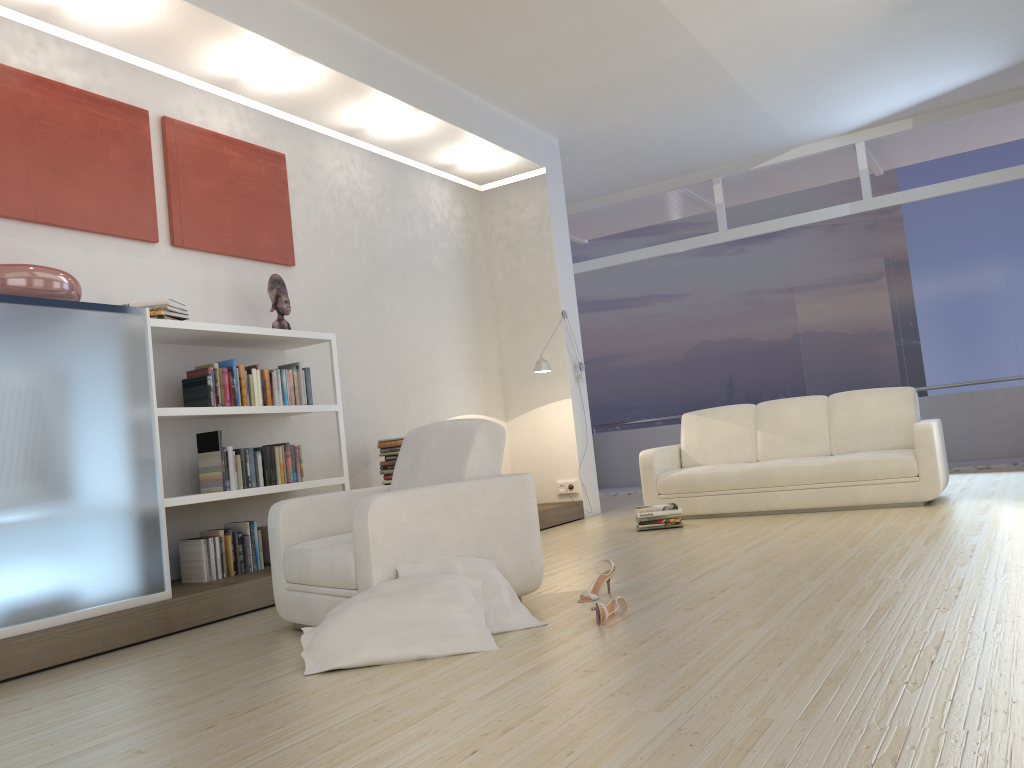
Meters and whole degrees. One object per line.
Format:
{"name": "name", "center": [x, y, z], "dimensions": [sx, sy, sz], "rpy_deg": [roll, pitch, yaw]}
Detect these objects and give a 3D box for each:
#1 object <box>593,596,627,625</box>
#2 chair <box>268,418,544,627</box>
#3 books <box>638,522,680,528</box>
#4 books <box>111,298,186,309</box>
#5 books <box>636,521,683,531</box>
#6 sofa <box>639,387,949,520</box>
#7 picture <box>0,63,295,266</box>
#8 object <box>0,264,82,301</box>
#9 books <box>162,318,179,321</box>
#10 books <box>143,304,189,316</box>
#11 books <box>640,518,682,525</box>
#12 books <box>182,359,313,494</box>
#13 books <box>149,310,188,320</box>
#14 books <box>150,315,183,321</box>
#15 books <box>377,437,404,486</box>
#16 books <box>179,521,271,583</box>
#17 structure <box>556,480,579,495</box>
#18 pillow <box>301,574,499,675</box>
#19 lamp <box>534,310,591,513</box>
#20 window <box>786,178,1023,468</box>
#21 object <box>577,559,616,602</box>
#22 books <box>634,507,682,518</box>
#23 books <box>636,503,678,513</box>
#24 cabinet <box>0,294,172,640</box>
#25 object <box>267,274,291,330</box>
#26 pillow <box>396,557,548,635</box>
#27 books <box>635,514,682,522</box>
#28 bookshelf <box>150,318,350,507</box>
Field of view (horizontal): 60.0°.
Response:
{"name": "object", "center": [0.349, 0.875, 3.438], "dimensions": [0.121, 0.091, 0.287], "rpy_deg": [-8, -5, 29]}
{"name": "chair", "center": [-0.485, 0.593, 4.002], "dimensions": [0.941, 0.828, 0.919], "rpy_deg": [-3, -5, -40]}
{"name": "books", "center": [1.073, 1.023, 6.507], "dimensions": [0.287, 0.018, 0.247], "rpy_deg": [-6, -4, 4]}
{"name": "books", "center": [-1.980, -0.416, 4.834], "dimensions": [0.319, 0.038, 0.247], "rpy_deg": [-6, -4, 1]}
{"name": "books", "center": [1.081, 1.040, 6.505], "dimensions": [0.328, 0.018, 0.247], "rpy_deg": [-7, -4, 5]}
{"name": "sofa", "center": [2.172, 0.538, 6.940], "dimensions": [2.166, 0.862, 0.941], "rpy_deg": [-9, -5, 30]}
{"name": "picture", "center": [-2.368, -1.223, 4.780], "dimensions": [0.030, 0.794, 3.227], "rpy_deg": [-9, -5, 30]}
{"name": "object", "center": [-2.283, -0.430, 4.094], "dimensions": [0.534, 0.206, 0.546], "rpy_deg": [-4, -4, -23]}
{"name": "books", "center": [-1.969, -0.317, 4.827], "dimensions": [0.328, 0.018, 0.247], "rpy_deg": [-7, -4, 5]}
{"name": "books", "center": [-1.976, -0.384, 4.832], "dimensions": [0.328, 0.027, 0.247], "rpy_deg": [-7, -4, 5]}
{"name": "books", "center": [1.095, 0.999, 6.503], "dimensions": [0.287, 0.025, 0.247], "rpy_deg": [-7, -4, 15]}
{"name": "books", "center": [-1.524, 0.238, 5.268], "dimensions": [0.215, 0.743, 0.831], "rpy_deg": [-9, -5, 30]}
{"name": "books", "center": [-1.955, -0.359, 4.825], "dimensions": [0.287, 0.025, 0.247], "rpy_deg": [-7, -4, 15]}
{"name": "books", "center": [-1.977, -0.335, 4.828], "dimensions": [0.287, 0.018, 0.247], "rpy_deg": [-6, -4, 4]}
{"name": "books", "center": [-0.766, 0.733, 6.392], "dimensions": [0.329, 0.694, 0.270], "rpy_deg": [-9, -5, 30]}
{"name": "books", "center": [-1.419, 0.930, 5.233], "dimensions": [0.274, 0.281, 1.125], "rpy_deg": [-9, -5, 37]}
{"name": "structure", "center": [0.499, 0.938, 8.030], "dimensions": [0.206, 0.114, 0.028], "rpy_deg": [-9, -5, 30]}
{"name": "pillow", "center": [-0.421, 0.866, 3.220], "dimensions": [0.712, 0.287, 0.299], "rpy_deg": [-6, -4, -7]}
{"name": "lamp", "center": [0.437, 0.250, 7.816], "dimensions": [0.204, 1.841, 0.891], "rpy_deg": [-8, -5, 26]}
{"name": "window", "center": [4.400, -0.538, 8.800], "dimensions": [2.988, 2.706, 0.012], "rpy_deg": [-9, -5, 30]}
{"name": "object", "center": [0.374, 0.872, 3.948], "dimensions": [0.089, 0.149, 0.265], "rpy_deg": [-10, -6, 43]}
{"name": "books", "center": [1.070, 0.941, 6.512], "dimensions": [0.319, 0.038, 0.247], "rpy_deg": [-6, -4, 1]}
{"name": "books", "center": [1.061, 0.911, 6.515], "dimensions": [0.287, 0.025, 0.247], "rpy_deg": [-6, -4, 4]}
{"name": "cabinet", "center": [-2.398, 0.360, 3.694], "dimensions": [0.689, 1.396, 1.670], "rpy_deg": [-9, -5, 30]}
{"name": "object", "center": [-1.485, -0.506, 5.671], "dimensions": [0.133, 0.409, 0.138], "rpy_deg": [-5, -4, -13]}
{"name": "pillow", "center": [-0.216, 0.825, 3.425], "dimensions": [0.615, 0.315, 0.312], "rpy_deg": [-4, -5, -33]}
{"name": "books", "center": [1.073, 0.974, 6.510], "dimensions": [0.328, 0.027, 0.247], "rpy_deg": [-7, -4, 5]}
{"name": "bookshelf", "center": [-1.676, 0.388, 5.144], "dimensions": [0.465, 1.396, 1.599], "rpy_deg": [-9, -5, 30]}
